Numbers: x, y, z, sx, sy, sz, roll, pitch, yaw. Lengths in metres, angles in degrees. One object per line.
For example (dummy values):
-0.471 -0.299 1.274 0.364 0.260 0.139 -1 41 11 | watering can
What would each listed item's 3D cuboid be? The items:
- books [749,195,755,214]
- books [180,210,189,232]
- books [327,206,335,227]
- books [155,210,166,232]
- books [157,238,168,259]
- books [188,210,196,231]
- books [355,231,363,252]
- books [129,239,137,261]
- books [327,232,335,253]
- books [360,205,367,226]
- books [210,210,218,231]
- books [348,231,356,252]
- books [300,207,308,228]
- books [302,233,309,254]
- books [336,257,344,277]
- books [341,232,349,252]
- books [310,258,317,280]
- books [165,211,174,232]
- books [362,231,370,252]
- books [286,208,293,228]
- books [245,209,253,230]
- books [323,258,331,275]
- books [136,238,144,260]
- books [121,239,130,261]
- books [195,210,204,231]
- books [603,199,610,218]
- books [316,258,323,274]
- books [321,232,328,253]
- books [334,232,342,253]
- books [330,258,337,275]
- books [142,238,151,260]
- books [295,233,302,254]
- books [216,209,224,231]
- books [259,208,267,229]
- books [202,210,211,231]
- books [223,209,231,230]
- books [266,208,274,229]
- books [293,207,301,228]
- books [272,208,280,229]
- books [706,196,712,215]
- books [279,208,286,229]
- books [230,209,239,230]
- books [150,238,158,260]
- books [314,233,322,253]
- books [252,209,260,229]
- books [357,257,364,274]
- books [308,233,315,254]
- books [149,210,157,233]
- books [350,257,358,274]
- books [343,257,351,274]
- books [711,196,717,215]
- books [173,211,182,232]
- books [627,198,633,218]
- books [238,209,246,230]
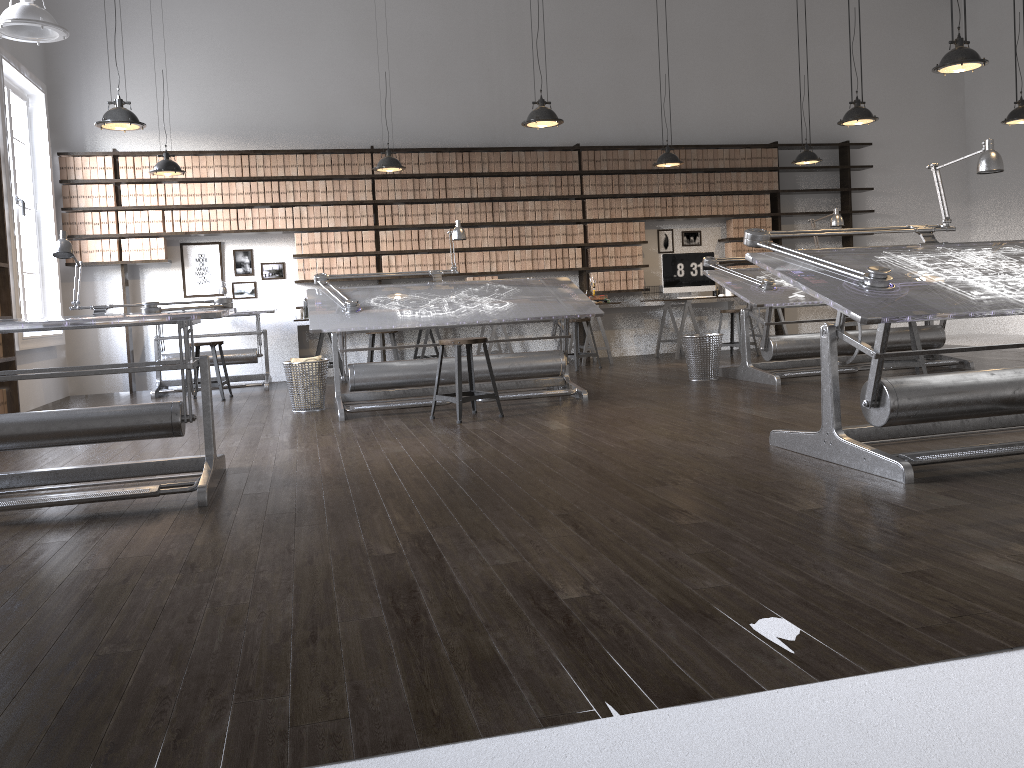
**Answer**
2.829 -2.140 10.602 0.067 0.225 0.175 -4 4 -13 | books
-3.371 -1.670 9.146 0.067 0.225 0.175 -4 4 -13 | books
-1.936 -1.785 9.482 0.067 0.225 0.175 -4 4 -13 | books
-3.605 -1.659 9.085 0.067 0.225 0.175 -4 4 -13 | books
-3.593 -1.384 9.103 0.067 0.225 0.175 -4 4 -13 | books
-3.304 -1.676 9.164 0.067 0.225 0.175 -4 4 -13 | books
-1.656 -1.529 9.560 0.067 0.225 0.175 -4 4 -13 | books
-3.854 -1.364 9.039 0.067 0.225 0.175 -4 4 -13 | books
-1.939 -1.508 9.493 0.067 0.225 0.175 -4 4 -13 | books
-1.606 -1.809 9.559 0.067 0.225 0.175 -4 4 -13 | books
-3.094 -1.690 9.206 0.067 0.225 0.175 -4 4 -13 | books
-1.727 -1.523 9.538 0.067 0.225 0.175 -4 4 -13 | books
-2.210 -1.764 9.418 0.067 0.225 0.175 -4 4 -13 | books
-2.198 -1.488 9.429 0.067 0.225 0.175 -4 4 -13 | books
-1.847 -1.244 9.521 0.067 0.225 0.175 -4 4 -13 | books
-1.801 -1.518 9.526 0.067 0.225 0.175 -4 4 -13 | books
-2.122 -1.223 9.456 0.067 0.225 0.175 -4 4 -13 | books
-3.519 -1.659 9.110 0.067 0.225 0.175 -4 4 -13 | books
-1.582 -1.534 9.575 0.067 0.225 0.175 -4 4 -13 | books
-2.356 -1.746 9.382 0.067 0.225 0.175 -4 4 -13 | books
-2.755 -1.716 9.288 0.067 0.225 0.175 -4 4 -13 | books
-1.984 -1.234 9.491 0.067 0.225 0.175 -4 4 -13 | books
-3.793 -1.369 9.055 0.067 0.225 0.175 -4 4 -13 | books
-3.924 -1.359 9.021 0.067 0.225 0.175 -4 4 -13 | books
-3.235 -1.680 9.176 0.067 0.225 0.175 -4 4 -13 | books
1.066 -2.008 10.189 0.067 0.225 0.175 -4 4 -13 | books
-2.051 -1.228 9.471 0.067 0.225 0.175 -4 4 -13 | books
-2.008 -1.502 9.477 0.067 0.225 0.175 -4 4 -13 | books
-1.869 -1.512 9.506 0.067 0.225 0.175 -4 4 -13 | books
-1.916 -1.239 9.508 0.067 0.225 0.175 -4 4 -13 | books
-3.727 -1.373 9.066 0.067 0.225 0.175 -4 4 -13 | books
-2.268 -1.483 9.411 0.067 0.225 0.175 -4 4 -13 | books
-3.033 -1.696 9.225 0.067 0.225 0.175 -4 4 -13 | books
-2.618 -1.727 9.325 0.067 0.225 0.175 -4 4 -13 | books
-3.164 -1.685 9.190 0.067 0.225 0.175 -4 4 -13 | books
-2.970 -1.700 9.242 0.067 0.225 0.175 -4 4 -13 | books
-2.552 -1.731 9.334 0.067 0.225 0.175 -4 4 -13 | books
-2.279 -1.759 9.398 0.067 0.225 0.175 -4 4 -13 | books
-2.488 -1.736 9.354 0.067 0.225 0.175 -4 4 -13 | books
2.288 -2.099 10.474 0.067 0.225 0.175 -4 4 -13 | books
-2.426 -1.741 9.367 0.067 0.225 0.175 -4 4 -13 | books
-2.897 -1.705 9.254 0.067 0.225 0.175 -4 4 -13 | books
-3.661 -1.379 9.089 0.067 0.225 0.175 -4 4 -13 | books
-2.072 -1.497 9.456 0.067 0.225 0.175 -4 4 -13 | books
-2.687 -1.722 9.308 0.067 0.225 0.175 -4 4 -13 | books
-1.646 -1.259 9.569 0.067 0.225 0.175 -4 4 -13 | books
-2.138 -1.493 9.445 0.067 0.225 0.175 -4 4 -13 | books
-3.668 -1.655 9.075 0.067 0.225 0.175 -4 4 -13 | books
-1.706 -1.254 9.550 0.067 0.225 0.175 -4 4 -13 | books
-1.776 -1.249 9.534 0.067 0.225 0.175 -4 4 -13 | books
2.358 -2.105 10.490 0.067 0.225 0.175 -4 4 -13 | books
-3.439 -1.665 9.126 0.067 0.225 0.175 -4 4 -13 | books
1.340 -2.029 10.254 0.067 0.225 0.175 -4 4 -13 | books
-2.825 -1.711 9.276 0.067 0.225 0.175 -4 4 -13 | books
